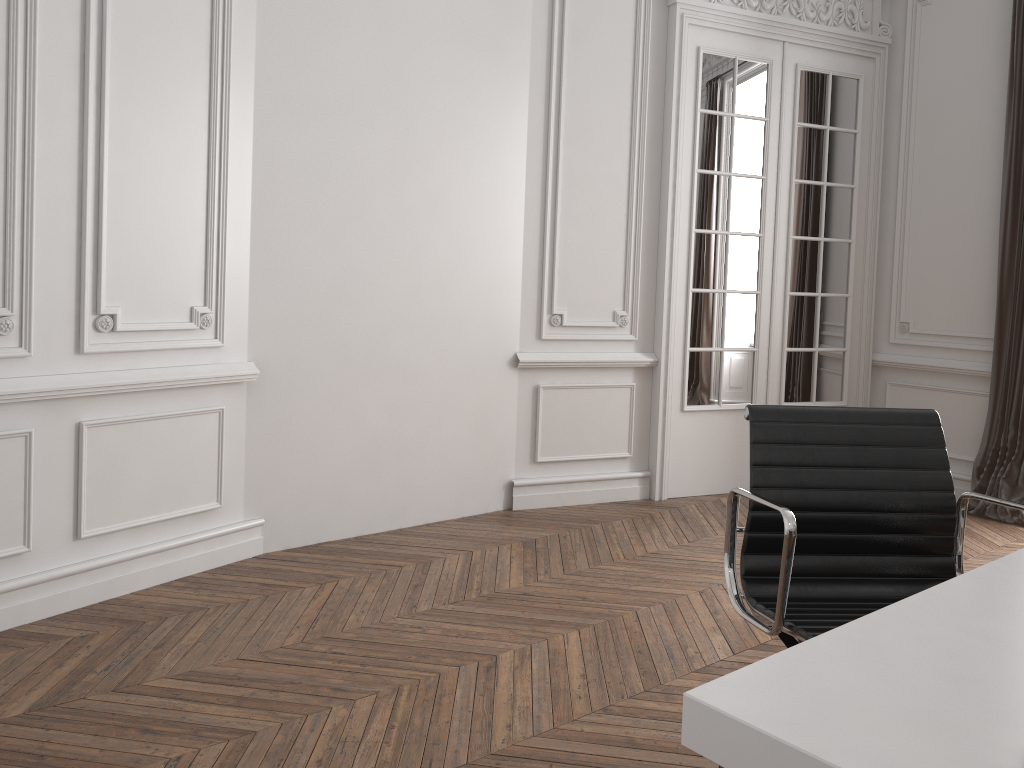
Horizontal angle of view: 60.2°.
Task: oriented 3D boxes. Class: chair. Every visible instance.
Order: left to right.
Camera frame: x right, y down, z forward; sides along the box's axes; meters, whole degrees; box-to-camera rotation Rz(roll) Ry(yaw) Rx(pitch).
[{"bbox_3d":[0.799,0.548,1.867,0.693,0.921,0.671,1,4,-14],"label":"chair"}]

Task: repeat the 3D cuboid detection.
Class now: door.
[{"bbox_3d":[1.535,-0.721,5.201,1.563,2.728,0.086,1,3,-25],"label":"door"}]

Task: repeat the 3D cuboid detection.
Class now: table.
[{"bbox_3d":[1.466,0.704,1.492,2.623,0.746,0.904,-3,7,-40],"label":"table"}]

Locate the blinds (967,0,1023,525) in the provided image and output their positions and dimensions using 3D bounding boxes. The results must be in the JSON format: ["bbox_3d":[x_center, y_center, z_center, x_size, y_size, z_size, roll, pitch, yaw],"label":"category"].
[{"bbox_3d":[2.747,-0.826,4.759,0.310,3.093,0.582,1,3,-35],"label":"blinds"}]
